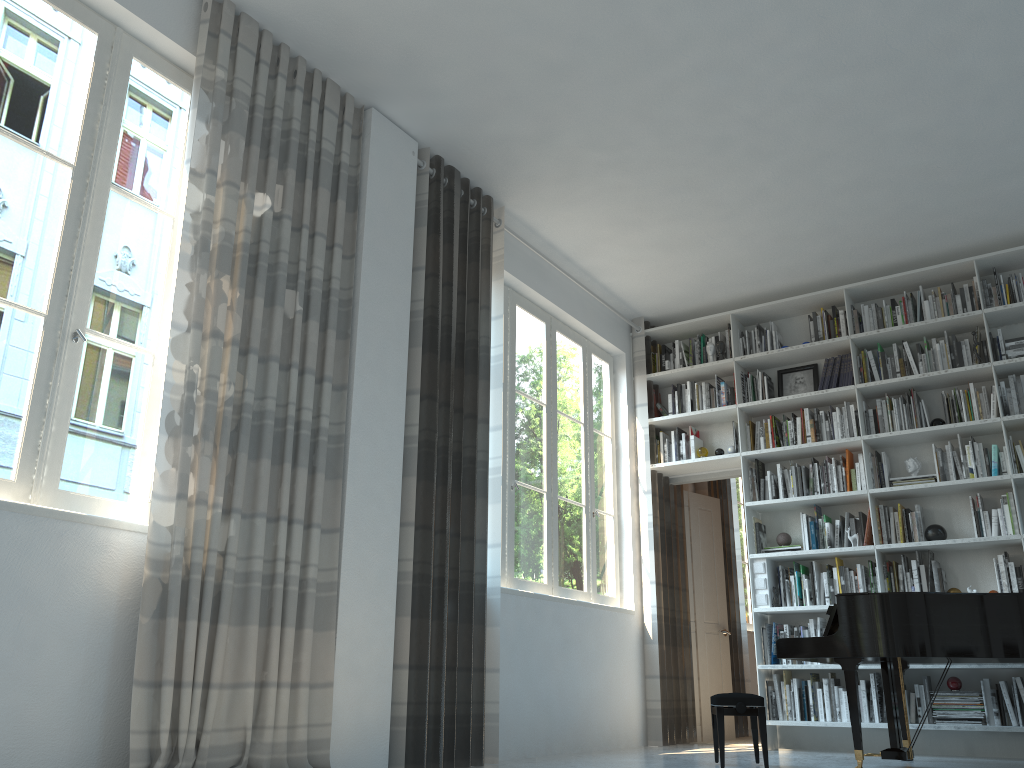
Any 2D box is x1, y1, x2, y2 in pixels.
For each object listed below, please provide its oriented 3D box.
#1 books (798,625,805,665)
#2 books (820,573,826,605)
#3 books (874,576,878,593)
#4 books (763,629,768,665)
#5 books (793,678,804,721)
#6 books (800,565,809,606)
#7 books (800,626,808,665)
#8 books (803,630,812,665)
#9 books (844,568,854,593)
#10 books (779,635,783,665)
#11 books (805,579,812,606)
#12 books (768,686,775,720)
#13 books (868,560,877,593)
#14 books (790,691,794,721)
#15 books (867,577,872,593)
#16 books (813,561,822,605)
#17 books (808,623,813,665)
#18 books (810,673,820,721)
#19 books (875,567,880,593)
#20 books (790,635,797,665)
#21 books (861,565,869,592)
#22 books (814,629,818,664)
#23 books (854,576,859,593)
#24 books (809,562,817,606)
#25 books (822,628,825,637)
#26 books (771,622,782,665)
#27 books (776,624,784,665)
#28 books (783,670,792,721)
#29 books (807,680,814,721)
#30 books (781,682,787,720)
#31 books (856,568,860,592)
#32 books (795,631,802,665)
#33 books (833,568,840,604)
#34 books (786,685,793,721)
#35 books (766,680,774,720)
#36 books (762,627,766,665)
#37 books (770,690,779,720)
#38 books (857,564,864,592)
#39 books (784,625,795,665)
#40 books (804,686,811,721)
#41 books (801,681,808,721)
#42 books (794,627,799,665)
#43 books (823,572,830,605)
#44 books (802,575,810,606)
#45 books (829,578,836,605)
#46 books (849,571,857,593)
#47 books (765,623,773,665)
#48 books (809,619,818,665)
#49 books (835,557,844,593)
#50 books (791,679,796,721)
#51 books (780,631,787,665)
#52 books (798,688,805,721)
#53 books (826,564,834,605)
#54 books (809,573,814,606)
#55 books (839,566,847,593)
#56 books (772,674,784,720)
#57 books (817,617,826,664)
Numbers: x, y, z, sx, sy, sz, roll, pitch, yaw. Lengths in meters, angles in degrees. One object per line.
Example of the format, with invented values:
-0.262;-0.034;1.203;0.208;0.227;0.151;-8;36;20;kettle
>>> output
1.988;1.775;6.014;0.013;0.256;0.190;-11;-22;31;books
2.140;1.415;6.065;0.045;0.229;0.138;-11;-22;31;books
2.437;1.376;5.879;0.023;0.186;0.130;-11;-22;31;books
1.788;1.828;6.145;0.029;0.238;0.154;-11;-22;31;books
1.931;2.114;5.942;0.023;0.265;0.177;-11;-22;31;books
2.027;1.399;6.107;0.007;0.285;0.182;-11;-22;31;books
1.995;1.774;6.004;0.010;0.251;0.178;-11;-22;31;books
2.018;1.786;6.001;0.028;0.228;0.158;-11;-22;31;books
2.277;1.369;5.957;0.028;0.248;0.159;-11;-22;31;books
1.878;1.834;6.097;0.024;0.197;0.148;-11;-22;31;books
2.051;1.441;6.079;0.016;0.188;0.184;-11;-22;31;books
1.790;2.174;6.043;0.023;0.215;0.159;-11;-22;31;books
2.404;1.323;5.878;0.014;0.285;0.180;-11;-22;31;books
1.908;2.162;5.959;0.022;0.185;0.145;-11;-22;31;books
2.391;1.383;5.891;0.041;0.181;0.142;-11;-22;31;books
2.106;1.379;6.077;0.012;0.305;0.190;-11;-22;31;books
2.045;1.766;6.012;0.013;0.272;0.146;-11;-22;31;books
2.024;2.079;5.890;0.013;0.299;0.184;-11;-22;31;books
2.437;1.341;5.858;0.010;0.239;0.175;-11;-22;31;books
1.945;1.822;6.062;0.025;0.199;0.137;-11;-22;31;books
2.369;1.351;5.918;0.013;0.259;0.143;-11;-22;31;books
2.076;1.778;5.981;0.012;0.232;0.149;-11;-22;31;books
2.329;1.391;5.936;0.023;0.193;0.140;-11;-22;31;books
2.087;1.381;6.075;0.019;0.299;0.180;-11;-22;31;books
2.126;1.765;5.952;0.031;0.238;0.132;-11;-22;31;books
1.826;1.796;6.120;0.052;0.282;0.172;-11;-22;31;books
1.863;1.801;6.118;0.010;0.272;0.150;-11;-22;31;books
1.876;2.105;5.998;0.011;0.317;0.158;-11;-22;31;books
2.015;2.107;5.905;0.027;0.255;0.160;-11;-22;31;books
1.862;2.143;5.998;0.024;0.245;0.143;-11;-22;31;books
2.341;1.362;5.931;0.010;0.245;0.160;-11;-22;31;books
1.969;1.794;6.018;0.028;0.222;0.189;-11;-22;31;books
2.219;1.381;6.001;0.026;0.253;0.177;-11;-22;31;books
1.886;2.145;5.970;0.022;0.225;0.155;-11;-22;31;books
1.775;2.159;6.058;0.012;0.253;0.161;-11;-22;31;books
1.778;1.829;6.169;0.012;0.253;0.161;-11;-22;31;books
1.797;2.175;6.005;0.029;0.190;0.177;-11;-22;31;books
2.345;1.346;5.913;0.021;0.264;0.186;-11;-22;31;books
1.911;1.789;6.070;0.029;0.265;0.172;-11;-22;31;books
1.992;2.127;5.908;0.022;0.220;0.163;-11;-22;31;books
1.979;2.119;5.933;0.022;0.251;0.140;-11;-22;31;books
1.967;1.796;6.061;0.022;0.247;0.134;-11;-22;31;books
2.161;1.404;6.033;0.027;0.229;0.159;-11;-22;31;books
2.040;1.431;6.096;0.015;0.218;0.190;-11;-22;31;books
2.190;1.417;5.995;0.029;0.181;0.190;-11;-22;31;books
2.308;1.378;5.952;0.025;0.228;0.153;-11;-22;31;books
1.795;1.803;6.128;0.011;0.276;0.189;-11;-22;31;books
2.058;1.749;6.000;0.027;0.298;0.142;-11;-22;31;books
2.235;1.344;5.999;0.021;0.321;0.172;-11;-22;31;books
1.913;2.118;5.946;0.013;0.260;0.174;-11;-22;31;books
1.886;1.813;6.071;0.022;0.220;0.188;-11;-22;31;books
1.958;2.143;5.934;0.022;0.205;0.159;-11;-22;31;books
2.177;1.376;6.029;0.014;0.281;0.150;-11;-22;31;books
2.083;1.428;6.105;0.016;0.230;0.136;-11;-22;31;books
2.252;1.367;5.969;0.028;0.259;0.181;-11;-22;31;books
1.830;2.125;6.018;0.045;0.292;0.181;-11;-22;31;books
2.086;1.732;5.964;0.039;0.306;0.172;-11;-22;31;books
